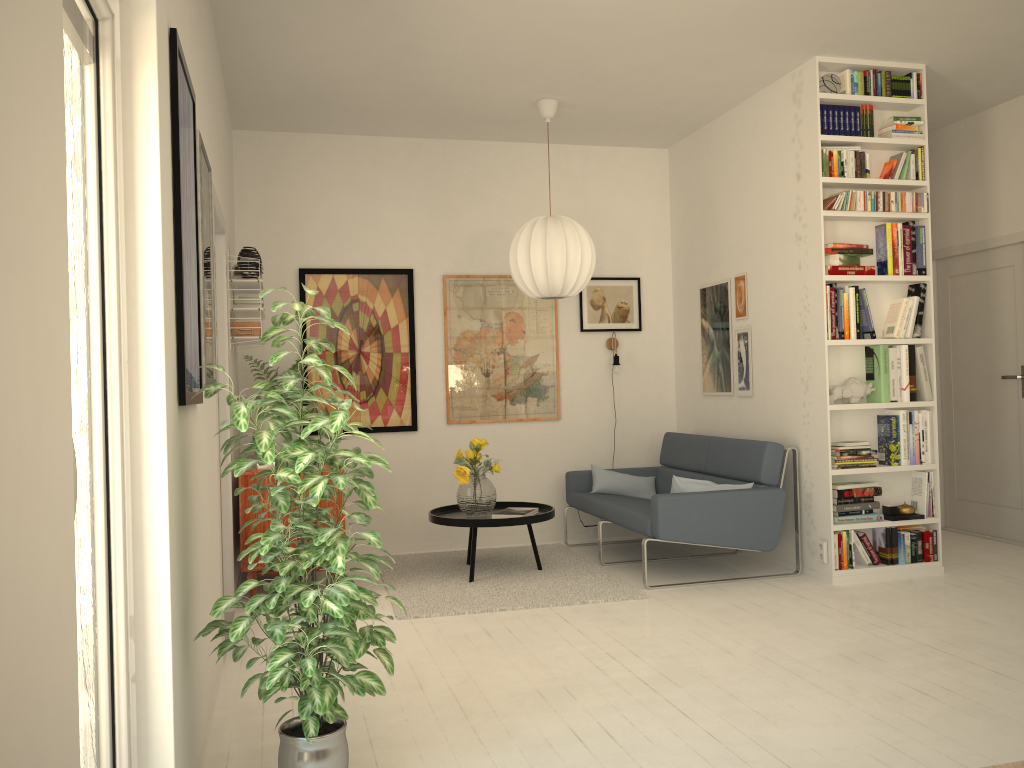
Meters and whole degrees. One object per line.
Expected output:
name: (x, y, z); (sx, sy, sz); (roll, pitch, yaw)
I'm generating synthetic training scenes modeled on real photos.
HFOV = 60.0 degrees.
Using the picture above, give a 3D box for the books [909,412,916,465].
books: (2.245, 0.310, 5.079); (0.035, 0.304, 0.150); (-1, -1, -15)

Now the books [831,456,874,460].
books: (1.893, 0.415, 5.005); (0.250, 0.008, 0.135); (-2, 0, -18)

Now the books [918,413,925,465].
books: (2.293, 0.311, 5.109); (0.022, 0.291, 0.208); (-1, 0, -15)

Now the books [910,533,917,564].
books: (2.234, 0.929, 5.091); (0.048, 0.163, 0.209); (-1, 0, -15)

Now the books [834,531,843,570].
books: (1.786, 0.922, 4.965); (0.026, 0.206, 0.187); (-1, 0, -15)

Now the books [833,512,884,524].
books: (1.910, 0.751, 5.019); (0.297, 0.038, 0.204); (-2, 0, -10)

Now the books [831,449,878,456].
books: (1.912, 0.386, 5.014); (0.235, 0.025, 0.163); (-2, 0, -8)

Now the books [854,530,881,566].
books: (1.988, 0.924, 5.015); (0.131, 0.188, 0.136); (-2, 0, -15)

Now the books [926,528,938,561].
books: (2.372, 0.918, 5.141); (0.032, 0.176, 0.230); (-1, 0, -15)

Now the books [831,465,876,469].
books: (1.888, 0.462, 4.989); (0.247, 0.009, 0.170); (-2, 0, -12)

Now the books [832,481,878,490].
books: (1.905, 0.569, 5.022); (0.297, 0.024, 0.162); (-2, 0, -24)

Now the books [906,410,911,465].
books: (2.205, 0.304, 5.110); (0.027, 0.311, 0.228); (-1, 0, -15)

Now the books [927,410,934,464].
books: (2.352, 0.304, 5.146); (0.039, 0.303, 0.229); (-1, 0, -15)

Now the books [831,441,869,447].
books: (1.899, 0.336, 4.991); (0.166, 0.019, 0.127); (-2, 0, -22)

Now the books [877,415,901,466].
books: (2.132, 0.320, 5.077); (0.057, 0.284, 0.200); (-1, 0, -15)

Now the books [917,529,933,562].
books: (2.334, 0.918, 5.112); (0.056, 0.180, 0.202); (-1, 0, -15)

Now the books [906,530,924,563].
books: (2.278, 0.924, 5.118); (0.050, 0.170, 0.221); (-1, 0, -15)

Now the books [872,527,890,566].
books: (2.075, 0.907, 5.040); (0.015, 0.214, 0.202); (-1, 0, -15)

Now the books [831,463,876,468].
books: (1.883, 0.451, 4.985); (0.247, 0.014, 0.173); (-2, 0, -16)

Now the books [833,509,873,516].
books: (1.886, 0.717, 5.013); (0.241, 0.024, 0.168); (-2, 0, -20)

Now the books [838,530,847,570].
books: (1.810, 0.919, 4.966); (0.020, 0.211, 0.184); (-1, 0, -15)

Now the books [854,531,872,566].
books: (1.927, 0.918, 4.999); (0.135, 0.200, 0.134); (-2, 0, -15)

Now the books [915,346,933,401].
books: (2.311, -0.057, 5.137); (0.099, 0.316, 0.229); (-1, 0, -15)

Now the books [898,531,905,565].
books: (2.159, 0.923, 5.077); (0.044, 0.179, 0.224); (-1, 0, -15)

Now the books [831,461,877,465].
books: (1.892, 0.438, 4.996); (0.248, 0.009, 0.171); (-2, 0, -12)

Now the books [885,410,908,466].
books: (2.174, 0.305, 5.100); (0.037, 0.312, 0.241); (-1, 0, -15)

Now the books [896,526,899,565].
books: (2.131, 0.905, 5.063); (0.015, 0.214, 0.202); (-1, 0, -15)

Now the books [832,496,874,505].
books: (1.890, 0.649, 5.000); (0.247, 0.039, 0.143); (-2, 0, -18)

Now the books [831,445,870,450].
books: (1.883, 0.354, 5.008); (0.212, 0.017, 0.165); (-2, 0, -17)

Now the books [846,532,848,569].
books: (1.822, 0.919, 4.984); (0.012, 0.206, 0.193); (-1, 0, -15)

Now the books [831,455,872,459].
books: (1.882, 0.405, 4.983); (0.238, 0.012, 0.120); (-2, 0, -20)

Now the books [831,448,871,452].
books: (1.872, 0.368, 4.996); (0.221, 0.010, 0.169); (-2, 0, -12)

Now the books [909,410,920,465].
books: (2.266, 0.305, 5.117); (0.025, 0.305, 0.213); (-1, 0, -15)

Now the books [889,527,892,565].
books: (2.088, 0.906, 5.051); (0.015, 0.214, 0.202); (-1, 0, -15)

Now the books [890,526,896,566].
books: (2.106, 0.906, 5.042); (0.015, 0.214, 0.202); (-1, 0, -15)

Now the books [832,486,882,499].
books: (1.906, 0.605, 5.006); (0.285, 0.047, 0.185); (-2, 0, -15)

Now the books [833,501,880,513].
books: (1.896, 0.685, 5.001); (0.297, 0.039, 0.165); (-2, 0, -20)

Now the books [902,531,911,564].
books: (2.195, 0.923, 5.081); (0.032, 0.176, 0.222); (-1, 0, -15)

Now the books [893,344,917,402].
books: (2.237, -0.061, 5.111); (0.056, 0.327, 0.202); (-1, -1, -15)

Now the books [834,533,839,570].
books: (1.753, 0.928, 4.960); (0.039, 0.199, 0.185); (-1, 0, -15)

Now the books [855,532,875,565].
books: (1.958, 0.921, 5.000); (0.118, 0.192, 0.118); (-2, -1, -15)

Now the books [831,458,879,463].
books: (1.908, 0.426, 5.028); (0.255, 0.014, 0.197); (-2, 0, -5)

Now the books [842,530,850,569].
books: (1.838, 0.915, 4.989); (0.021, 0.215, 0.174); (-1, 0, -15)

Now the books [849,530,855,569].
books: (1.857, 0.914, 4.979); (0.010, 0.215, 0.193); (-1, 0, -15)

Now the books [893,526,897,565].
books: (2.118, 0.906, 5.053); (0.015, 0.214, 0.202); (-1, 0, -15)

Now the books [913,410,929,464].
books: (2.325, 0.303, 5.107); (0.037, 0.308, 0.161); (-1, -1, -15)
